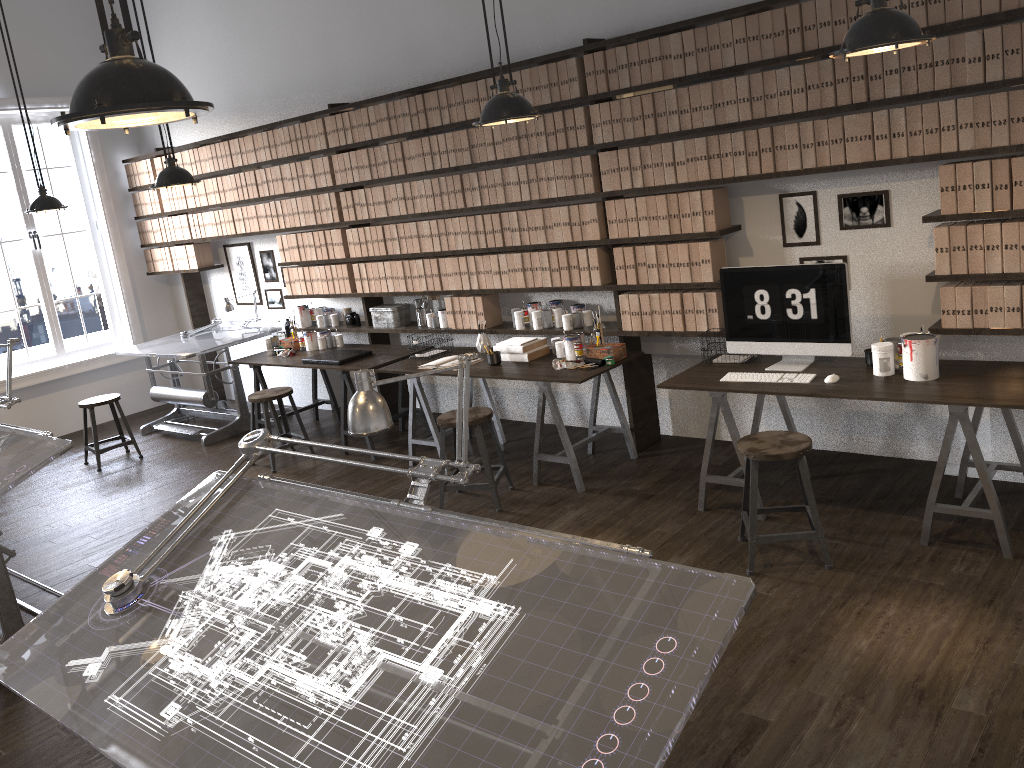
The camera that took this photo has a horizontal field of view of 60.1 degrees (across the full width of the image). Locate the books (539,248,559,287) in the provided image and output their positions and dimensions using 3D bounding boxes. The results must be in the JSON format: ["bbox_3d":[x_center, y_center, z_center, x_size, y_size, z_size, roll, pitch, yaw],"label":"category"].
[{"bbox_3d":[0.263,-0.736,5.582,0.067,0.223,0.176,1,15,41],"label":"books"}]

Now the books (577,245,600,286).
[{"bbox_3d":[0.487,-0.722,5.389,0.067,0.224,0.176,1,15,41],"label":"books"}]

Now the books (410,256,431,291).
[{"bbox_3d":[-0.635,-0.792,6.357,0.067,0.223,0.176,1,15,41],"label":"books"}]

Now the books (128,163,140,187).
[{"bbox_3d":[-3.585,-2.020,8.543,0.067,0.223,0.176,1,15,41],"label":"books"}]

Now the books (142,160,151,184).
[{"bbox_3d":[-3.370,-2.008,8.361,0.067,0.224,0.176,1,15,41],"label":"books"}]

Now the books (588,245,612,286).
[{"bbox_3d":[0.547,-0.719,5.340,0.067,0.223,0.176,1,15,41],"label":"books"}]

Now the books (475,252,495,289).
[{"bbox_3d":[-0.153,-0.763,5.945,0.067,0.223,0.176,1,15,41],"label":"books"}]

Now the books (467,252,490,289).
[{"bbox_3d":[-0.208,-0.765,5.987,0.067,0.223,0.176,1,15,41],"label":"books"}]

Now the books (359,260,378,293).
[{"bbox_3d":[-1.055,-0.817,6.713,0.067,0.223,0.176,1,15,41],"label":"books"}]

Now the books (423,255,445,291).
[{"bbox_3d":[-0.527,-0.786,6.265,0.067,0.223,0.176,1,15,41],"label":"books"}]

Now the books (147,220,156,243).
[{"bbox_3d":[-3.410,-1.484,8.563,0.067,0.223,0.176,1,15,41],"label":"books"}]

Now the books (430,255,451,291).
[{"bbox_3d":[-0.473,-0.781,6.212,0.067,0.224,0.176,1,15,41],"label":"books"}]

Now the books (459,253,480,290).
[{"bbox_3d":[-0.265,-0.768,6.032,0.067,0.223,0.176,1,15,41],"label":"books"}]

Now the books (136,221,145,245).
[{"bbox_3d":[-3.570,-1.494,8.698,0.067,0.224,0.176,1,15,41],"label":"books"}]

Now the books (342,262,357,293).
[{"bbox_3d":[-1.212,-0.826,6.845,0.067,0.224,0.176,1,15,41],"label":"books"}]

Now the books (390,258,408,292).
[{"bbox_3d":[-0.792,-0.801,6.489,0.067,0.223,0.176,1,15,41],"label":"books"}]

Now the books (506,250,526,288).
[{"bbox_3d":[0.055,-0.750,5.764,0.067,0.223,0.176,1,15,41],"label":"books"}]

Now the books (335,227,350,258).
[{"bbox_3d":[-1.248,-1.086,6.792,0.067,0.224,0.176,1,15,41],"label":"books"}]

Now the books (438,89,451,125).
[{"bbox_3d":[-0.386,-1.820,5.808,0.067,0.223,0.176,1,15,41],"label":"books"}]

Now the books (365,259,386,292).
[{"bbox_3d":[-0.999,-0.815,6.670,0.067,0.223,0.176,1,15,41],"label":"books"}]

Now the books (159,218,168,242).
[{"bbox_3d":[-3.240,-1.475,8.423,0.067,0.223,0.176,1,15,41],"label":"books"}]

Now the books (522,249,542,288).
[{"bbox_3d":[0.158,-0.744,5.678,0.067,0.223,0.176,1,15,41],"label":"books"}]

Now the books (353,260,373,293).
[{"bbox_3d":[-1.112,-0.820,6.757,0.067,0.223,0.176,1,15,41],"label":"books"}]

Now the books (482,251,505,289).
[{"bbox_3d":[-0.101,-0.759,5.898,0.067,0.223,0.176,1,15,41],"label":"books"}]

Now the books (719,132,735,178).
[{"bbox_3d":[1.167,-1.204,4.646,0.067,0.223,0.176,1,15,41],"label":"books"}]

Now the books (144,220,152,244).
[{"bbox_3d":[-3.461,-1.489,8.612,0.067,0.223,0.176,1,15,41],"label":"books"}]

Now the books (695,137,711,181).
[{"bbox_3d":[1.058,-1.209,4.732,0.067,0.224,0.176,1,15,41],"label":"books"}]

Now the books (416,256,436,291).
[{"bbox_3d":[-0.584,-0.788,6.308,0.067,0.223,0.176,1,15,41],"label":"books"}]

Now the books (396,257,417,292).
[{"bbox_3d":[-0.744,-0.797,6.443,0.067,0.224,0.176,1,15,41],"label":"books"}]

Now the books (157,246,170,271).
[{"bbox_3d":[-3.316,-1.213,8.564,0.067,0.224,0.176,1,15,41],"label":"books"}]

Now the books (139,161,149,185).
[{"bbox_3d":[-3.421,-2.012,8.409,0.067,0.223,0.176,1,15,41],"label":"books"}]

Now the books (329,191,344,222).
[{"bbox_3d":[-1.285,-1.355,6.748,0.067,0.223,0.176,1,15,41],"label":"books"}]

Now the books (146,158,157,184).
[{"bbox_3d":[-3.314,-2.005,8.315,0.067,0.223,0.176,1,15,41],"label":"books"}]

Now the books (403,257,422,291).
[{"bbox_3d":[-0.689,-0.795,6.403,0.067,0.223,0.176,1,15,41],"label":"books"}]

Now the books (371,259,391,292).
[{"bbox_3d":[-0.947,-0.811,6.623,0.067,0.223,0.176,1,15,41],"label":"books"}]

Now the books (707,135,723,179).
[{"bbox_3d":[1.113,-1.207,4.693,0.067,0.223,0.176,1,15,41],"label":"books"}]

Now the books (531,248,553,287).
[{"bbox_3d":[0.211,-0.740,5.631,0.067,0.223,0.176,1,15,41],"label":"books"}]

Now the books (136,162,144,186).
[{"bbox_3d":[-3.473,-2.016,8.456,0.067,0.223,0.176,1,15,41],"label":"books"}]

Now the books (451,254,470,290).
[{"bbox_3d":[-0.320,-0.771,6.079,0.067,0.224,0.176,1,15,41],"label":"books"}]

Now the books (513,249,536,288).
[{"bbox_3d":[0.103,-0.745,5.717,0.067,0.224,0.176,1,15,41],"label":"books"}]

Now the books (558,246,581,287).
[{"bbox_3d":[0.373,-0.729,5.487,0.067,0.224,0.176,1,15,41],"label":"books"}]

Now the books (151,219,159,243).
[{"bbox_3d":[-3.353,-1.482,8.520,0.067,0.223,0.176,1,15,41],"label":"books"}]

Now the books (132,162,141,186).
[{"bbox_3d":[-3.528,-2.018,8.499,0.067,0.223,0.176,1,15,41],"label":"books"}]

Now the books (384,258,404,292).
[{"bbox_3d":[-0.840,-0.804,6.529,0.067,0.223,0.176,1,15,41],"label":"books"}]

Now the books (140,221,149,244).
[{"bbox_3d":[-3.515,-1.492,8.658,0.067,0.223,0.176,1,15,41],"label":"books"}]

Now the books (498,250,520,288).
[{"bbox_3d":[0.006,-0.752,5.804,0.067,0.223,0.176,1,15,41],"label":"books"}]

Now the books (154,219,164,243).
[{"bbox_3d":[-3.299,-1.477,8.467,0.067,0.224,0.176,1,15,41],"label":"books"}]

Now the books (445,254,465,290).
[{"bbox_3d":[-0.366,-0.775,6.123,0.067,0.223,0.176,1,15,41],"label":"books"}]

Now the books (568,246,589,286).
[{"bbox_3d":[0.433,-0.727,5.442,0.067,0.223,0.176,1,15,41],"label":"books"}]

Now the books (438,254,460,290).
[{"bbox_3d":[-0.414,-0.779,6.168,0.067,0.223,0.176,1,15,41],"label":"books"}]

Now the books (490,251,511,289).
[{"bbox_3d":[-0.050,-0.755,5.849,0.067,0.224,0.176,1,15,41],"label":"books"}]

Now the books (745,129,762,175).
[{"bbox_3d":[1.275,-1.197,4.555,0.067,0.223,0.176,1,15,41],"label":"books"}]

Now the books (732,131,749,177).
[{"bbox_3d":[1.218,-1.199,4.597,0.067,0.223,0.176,1,15,41],"label":"books"}]

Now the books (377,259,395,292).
[{"bbox_3d":[-0.897,-0.807,6.575,0.067,0.224,0.176,1,15,41],"label":"books"}]

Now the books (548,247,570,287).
[{"bbox_3d":[0.320,-0.734,5.539,0.067,0.223,0.176,1,15,41],"label":"books"}]
